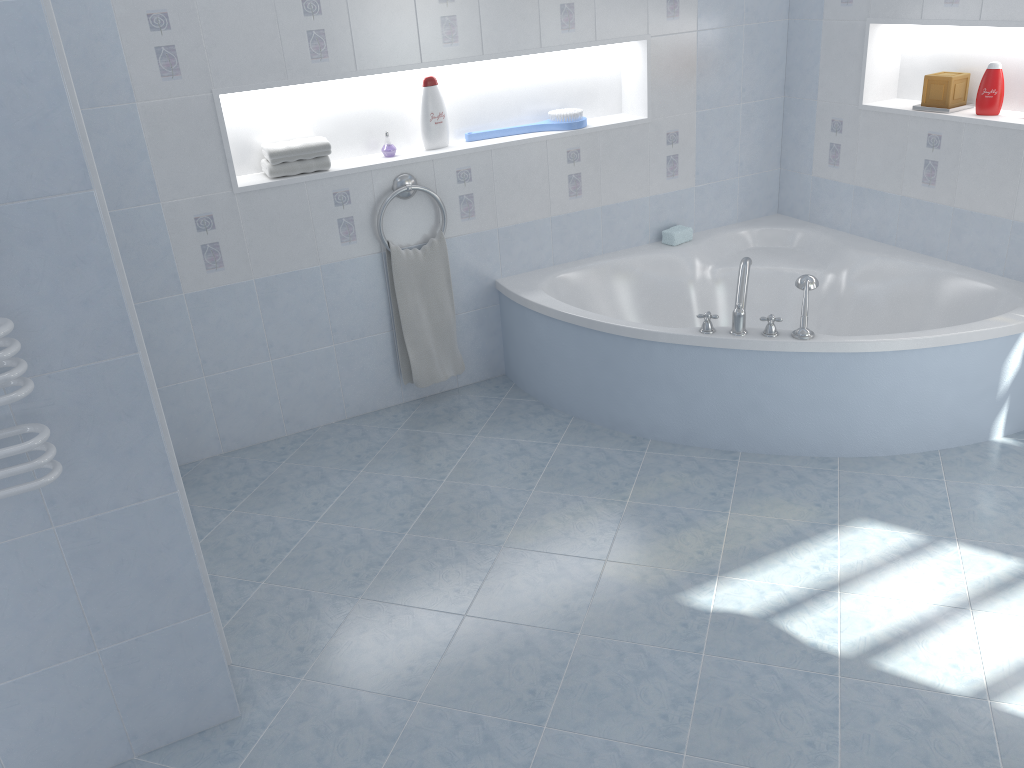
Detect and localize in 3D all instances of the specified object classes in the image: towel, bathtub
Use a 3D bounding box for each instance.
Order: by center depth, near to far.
[{"bbox_3d":[-0.802,-0.872,3.293,0.232,0.062,0.163,-15,27,-20],"label":"towel"},{"bbox_3d":[-0.806,-0.822,3.310,0.232,0.060,0.162,-15,27,-20],"label":"towel"},{"bbox_3d":[0.975,-0.252,3.497,1.578,0.670,1.596,-16,28,-22],"label":"bathtub"},{"bbox_3d":[-0.344,-0.297,3.608,0.280,0.634,0.101,-17,28,-25],"label":"towel"}]

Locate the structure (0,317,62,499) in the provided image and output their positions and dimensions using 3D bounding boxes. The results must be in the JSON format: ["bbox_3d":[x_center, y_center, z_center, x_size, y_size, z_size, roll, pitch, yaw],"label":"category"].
[{"bbox_3d":[-1.151,-0.177,1.454,0.524,0.950,0.138,-16,28,-22],"label":"structure"}]

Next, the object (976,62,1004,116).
[{"bbox_3d":[1.774,-1.092,3.284,0.092,0.190,0.044,15,32,35],"label":"object"}]

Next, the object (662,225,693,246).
[{"bbox_3d":[0.753,-0.677,4.042,0.128,0.059,0.081,-23,31,-34],"label":"object"}]

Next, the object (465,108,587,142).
[{"bbox_3d":[0.054,-1.093,3.723,0.534,0.065,0.172,-9,26,-9],"label":"object"}]

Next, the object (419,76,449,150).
[{"bbox_3d":[-0.311,-1.069,3.497,0.134,0.276,0.063,-22,31,-33],"label":"object"}]

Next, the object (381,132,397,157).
[{"bbox_3d":[-0.481,-0.932,3.447,0.059,0.094,0.059,-19,29,-27],"label":"object"}]

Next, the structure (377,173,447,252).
[{"bbox_3d":[-0.395,-0.654,3.466,0.291,0.332,0.051,-16,28,-22],"label":"structure"}]

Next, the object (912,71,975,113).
[{"bbox_3d":[1.697,-1.147,3.475,0.160,0.130,0.160,-19,29,-27],"label":"object"}]
